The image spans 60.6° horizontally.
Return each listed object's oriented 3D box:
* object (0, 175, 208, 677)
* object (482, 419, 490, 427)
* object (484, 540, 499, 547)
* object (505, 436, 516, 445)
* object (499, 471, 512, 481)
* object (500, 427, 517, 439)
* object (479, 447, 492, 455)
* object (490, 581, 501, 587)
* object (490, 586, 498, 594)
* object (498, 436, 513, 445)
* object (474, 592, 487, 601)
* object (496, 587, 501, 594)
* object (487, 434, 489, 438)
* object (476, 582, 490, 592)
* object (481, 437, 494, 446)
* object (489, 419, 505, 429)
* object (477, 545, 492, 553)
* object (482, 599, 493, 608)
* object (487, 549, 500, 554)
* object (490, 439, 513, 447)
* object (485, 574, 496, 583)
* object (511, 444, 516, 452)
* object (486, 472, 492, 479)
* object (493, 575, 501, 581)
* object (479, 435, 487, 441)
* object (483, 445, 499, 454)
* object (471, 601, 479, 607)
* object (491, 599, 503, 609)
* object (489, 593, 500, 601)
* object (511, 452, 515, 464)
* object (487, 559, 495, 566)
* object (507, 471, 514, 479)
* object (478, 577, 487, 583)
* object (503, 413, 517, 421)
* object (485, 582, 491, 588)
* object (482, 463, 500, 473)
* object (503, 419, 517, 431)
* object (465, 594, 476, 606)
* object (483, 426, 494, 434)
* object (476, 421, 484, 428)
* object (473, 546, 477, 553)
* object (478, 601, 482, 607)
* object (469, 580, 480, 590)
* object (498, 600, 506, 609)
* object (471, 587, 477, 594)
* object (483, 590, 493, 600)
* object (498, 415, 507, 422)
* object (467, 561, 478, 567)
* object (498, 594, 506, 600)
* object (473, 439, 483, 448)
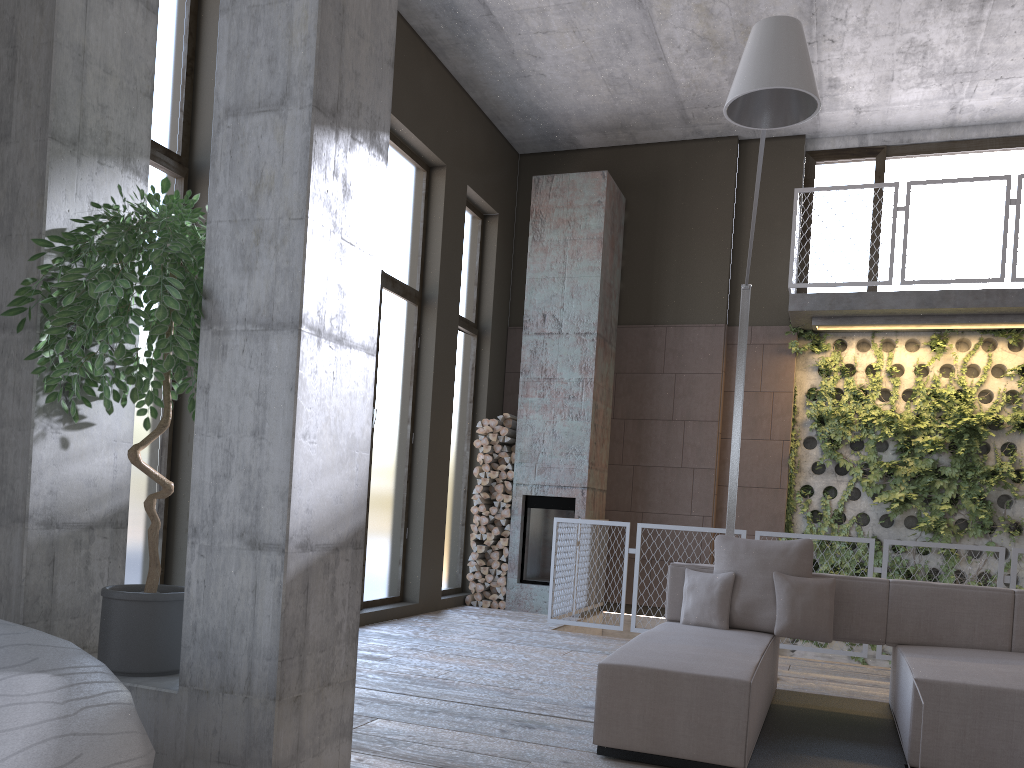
[{"bbox_3d":[-1.392,0.158,3.303,1.002,1.857,0.969,4,-1,-13],"label":"object"},{"bbox_3d":[-0.204,0.446,9.479,0.090,0.090,0.460,2,-8,19],"label":"object"},{"bbox_3d":[-0.172,1.707,9.444,0.114,0.079,0.440,2,-8,20],"label":"object"},{"bbox_3d":[0.026,0.610,9.373,0.066,0.067,0.427,2,-8,20],"label":"object"},{"bbox_3d":[-0.020,0.994,9.438,0.090,0.089,0.460,2,-8,20],"label":"object"},{"bbox_3d":[-0.009,0.530,9.380,0.093,0.092,0.442,2,-8,20],"label":"object"},{"bbox_3d":[-0.253,0.729,9.465,0.067,0.067,0.427,2,-8,20],"label":"object"},{"bbox_3d":[-0.111,2.140,9.419,0.121,0.067,0.367,1,-8,22],"label":"object"},{"bbox_3d":[-0.138,2.227,9.516,0.103,0.101,0.295,2,-7,20],"label":"object"},{"bbox_3d":[-0.049,0.610,9.400,0.067,0.066,0.427,2,-8,20],"label":"object"},{"bbox_3d":[-0.291,2.289,9.508,0.092,0.093,0.442,2,-8,20],"label":"object"},{"bbox_3d":[-0.077,2.208,9.419,0.066,0.084,0.430,3,-8,18],"label":"object"},{"bbox_3d":[-0.172,0.584,9.540,0.071,0.071,0.427,2,-8,20],"label":"object"},{"bbox_3d":[-0.289,2.179,9.429,0.098,0.106,0.297,2,-7,21],"label":"object"},{"bbox_3d":[-0.211,0.640,9.442,0.091,0.089,0.460,2,-8,20],"label":"object"},{"bbox_3d":[-0.148,0.440,9.369,0.103,0.102,0.295,2,-7,20],"label":"object"},{"bbox_3d":[-0.248,1.775,9.445,0.093,0.083,0.485,2,-8,20],"label":"object"},{"bbox_3d":[-0.193,2.359,9.461,0.093,0.083,0.485,2,-8,20],"label":"object"},{"bbox_3d":[-0.174,1.800,9.452,0.064,0.074,0.363,2,-8,22],"label":"object"},{"bbox_3d":[-0.107,0.651,9.435,0.114,0.079,0.440,2,-8,20],"label":"object"},{"bbox_3d":[-0.169,2.083,9.439,0.090,0.089,0.460,2,-8,19],"label":"object"},{"bbox_3d":[0.092,0.711,9.461,0.099,0.101,0.296,2,-7,22],"label":"object"},{"bbox_3d":[-0.176,1.000,9.477,0.067,0.067,0.427,2,-8,20],"label":"object"},{"bbox_3d":[-0.093,2.078,9.443,0.067,0.070,0.428,2,-8,20],"label":"object"},{"bbox_3d":[-0.258,0.600,9.482,0.066,0.086,0.430,3,-8,18],"label":"object"},{"bbox_3d":[-0.183,0.719,9.436,0.093,0.083,0.485,2,-8,20],"label":"object"},{"bbox_3d":[-0.339,2.366,9.517,0.067,0.066,0.427,2,-8,20],"label":"object"},{"bbox_3d":[-0.107,2.362,9.450,0.090,0.089,0.460,2,-8,20],"label":"object"},{"bbox_3d":[-0.117,2.291,9.460,0.114,0.079,0.440,2,-8,20],"label":"object"},{"bbox_3d":[0.078,0.804,9.390,0.063,0.125,0.368,3,-7,19],"label":"object"},{"bbox_3d":[-0.155,1.927,9.491,0.101,0.086,0.367,2,-8,21],"label":"object"},{"bbox_3d":[0.060,0.986,9.404,0.091,0.091,0.442,2,-8,20],"label":"object"},{"bbox_3d":[-0.269,2.109,9.455,0.088,0.056,0.336,2,-8,20],"label":"object"},{"bbox_3d":[-0.001,0.361,9.427,0.087,0.055,0.336,2,-8,20],"label":"object"},{"bbox_3d":[-0.205,2.153,9.459,0.064,0.074,0.363,3,-8,19],"label":"object"},{"bbox_3d":[-0.204,0.921,9.496,0.092,0.093,0.442,2,-8,20],"label":"object"},{"bbox_3d":[0.006,0.443,9.455,0.099,0.107,0.297,2,-7,21],"label":"object"},{"bbox_3d":[-0.410,2.332,9.505,0.064,0.124,0.368,3,-7,19],"label":"object"},{"bbox_3d":[-0.181,0.514,9.427,0.112,0.079,0.440,2,-8,20],"label":"object"},{"bbox_3d":[-0.274,0.456,9.474,0.067,0.068,0.428,2,-8,20],"label":"object"},{"bbox_3d":[-0.318,1.785,9.473,0.067,0.067,0.427,2,-8,20],"label":"object"},{"bbox_3d":[-0.263,2.368,9.489,0.067,0.067,0.427,2,-8,20],"label":"object"},{"bbox_3d":[-0.362,2.176,9.503,0.100,0.102,0.296,2,-7,22],"label":"object"},{"bbox_3d":[-0.027,2.355,9.416,0.091,0.091,0.442,2,-8,20],"label":"object"},{"bbox_3d":[-0.377,2.211,9.418,0.045,0.072,0.254,3,-7,20],"label":"object"},{"bbox_3d":[-0.208,2.279,9.505,0.101,0.086,0.367,2,-8,20],"label":"object"},{"bbox_3d":[-0.071,0.394,9.424,0.065,0.072,0.363,3,-8,19],"label":"object"},{"bbox_3d":[-0.361,1.945,9.515,0.121,0.067,0.367,2,-8,19],"label":"object"},{"bbox_3d":[-0.050,2.264,9.415,0.071,0.072,0.427,2,-8,20],"label":"object"},{"bbox_3d":[-0.293,0.664,9.476,0.091,0.091,0.442,2,-8,20],"label":"object"}]
